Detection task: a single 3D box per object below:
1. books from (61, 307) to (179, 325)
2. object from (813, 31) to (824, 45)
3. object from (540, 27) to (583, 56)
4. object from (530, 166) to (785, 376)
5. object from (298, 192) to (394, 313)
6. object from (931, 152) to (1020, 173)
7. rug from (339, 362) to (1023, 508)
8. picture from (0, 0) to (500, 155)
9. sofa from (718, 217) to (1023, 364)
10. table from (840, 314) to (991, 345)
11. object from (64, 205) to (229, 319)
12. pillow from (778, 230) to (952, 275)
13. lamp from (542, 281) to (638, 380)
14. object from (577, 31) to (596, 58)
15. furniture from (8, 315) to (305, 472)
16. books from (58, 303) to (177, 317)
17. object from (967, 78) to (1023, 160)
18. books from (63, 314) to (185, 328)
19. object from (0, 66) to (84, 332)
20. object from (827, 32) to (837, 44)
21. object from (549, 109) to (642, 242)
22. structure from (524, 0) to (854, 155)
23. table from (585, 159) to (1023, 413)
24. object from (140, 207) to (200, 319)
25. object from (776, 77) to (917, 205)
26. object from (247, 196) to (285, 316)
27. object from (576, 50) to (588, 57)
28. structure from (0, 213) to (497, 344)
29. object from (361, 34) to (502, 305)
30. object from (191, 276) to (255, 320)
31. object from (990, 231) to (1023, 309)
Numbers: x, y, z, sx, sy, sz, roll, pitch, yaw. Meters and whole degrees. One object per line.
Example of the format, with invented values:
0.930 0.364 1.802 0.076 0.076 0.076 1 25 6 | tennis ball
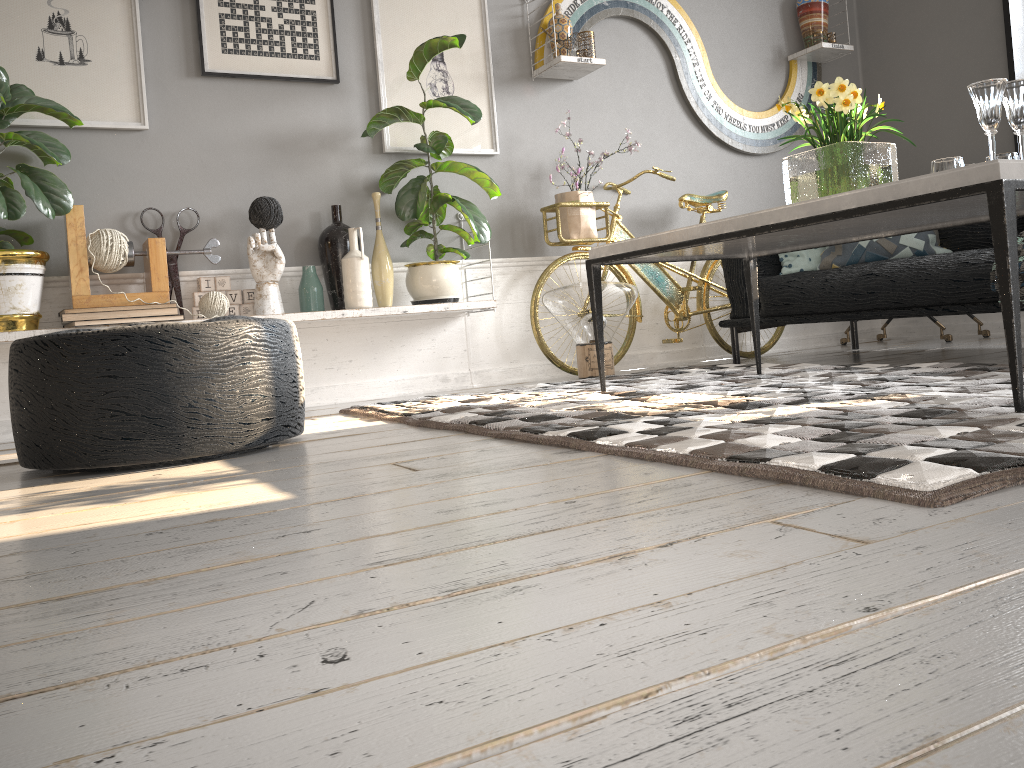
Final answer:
-1.449 -0.251 3.267 0.385 0.029 0.260 -7 4 -27 | books
1.743 -1.958 5.031 0.060 0.079 0.060 -6 1 -39 | object
0.239 -1.621 4.197 0.197 0.166 0.060 -5 0 5 | object
0.800 -0.570 4.457 1.631 0.969 0.425 -7 1 -37 | object
-0.700 -0.549 3.687 0.331 0.488 0.286 -4 1 22 | object
1.211 -0.529 2.232 0.245 0.087 0.280 -2 4 40 | object
0.701 0.027 2.611 1.774 0.034 2.524 -7 4 -28 | rug
-2.370 -1.218 0.746 7.312 1.794 4.035 -7 3 -28 | picture
1.913 -0.507 3.493 0.972 0.797 2.338 -6 3 -28 | sofa
2.219 -0.576 4.972 0.340 0.679 0.741 -5 2 -28 | table
-1.362 -0.443 3.328 0.547 0.440 0.238 -6 1 -28 | object
1.559 -0.690 4.016 0.797 0.362 0.445 -2 3 44 | pillow
0.363 -0.240 3.976 0.432 0.437 0.433 -5 2 3 | lamp
0.362 -1.625 4.279 0.086 0.140 0.085 -5 1 -35 | object
-0.942 0.010 2.401 0.738 0.356 0.734 -7 4 -41 | furniture
-1.459 -0.273 3.275 0.380 0.017 0.228 -7 4 -31 | books
1.145 -0.585 2.053 0.168 0.227 0.082 -5 0 -17 | object
-1.439 -0.228 3.277 0.369 0.021 0.296 -7 4 -34 | books
-1.774 -0.658 3.051 0.512 0.963 0.544 -5 1 -43 | object
1.818 -1.964 5.033 0.050 0.058 0.050 -6 2 -38 | object
0.418 -1.006 4.250 0.488 0.641 0.253 -5 0 -10 | object
1.029 -1.730 4.710 2.027 0.955 0.266 -6 1 -28 | structure
0.925 -0.225 2.487 0.734 0.510 1.454 -6 3 -28 | table
-1.339 -0.470 3.507 0.222 0.463 0.019 -5 0 -28 | object
0.914 -0.658 2.496 0.325 0.351 0.351 -5 2 -26 | object
-0.983 -0.513 3.552 0.155 0.483 0.136 -5 0 -28 | object
0.349 -1.601 4.359 0.062 0.081 0.062 -4 1 38 | object
-1.358 -0.417 3.363 2.783 0.486 0.307 -7 2 -28 | structure
-0.340 -0.921 3.859 0.566 1.150 0.416 -5 0 11 | object
-1.152 -0.345 3.559 0.265 0.173 0.078 -6 1 -22 | object
1.944 -0.443 2.821 0.492 0.329 0.665 -6 3 -33 | object
